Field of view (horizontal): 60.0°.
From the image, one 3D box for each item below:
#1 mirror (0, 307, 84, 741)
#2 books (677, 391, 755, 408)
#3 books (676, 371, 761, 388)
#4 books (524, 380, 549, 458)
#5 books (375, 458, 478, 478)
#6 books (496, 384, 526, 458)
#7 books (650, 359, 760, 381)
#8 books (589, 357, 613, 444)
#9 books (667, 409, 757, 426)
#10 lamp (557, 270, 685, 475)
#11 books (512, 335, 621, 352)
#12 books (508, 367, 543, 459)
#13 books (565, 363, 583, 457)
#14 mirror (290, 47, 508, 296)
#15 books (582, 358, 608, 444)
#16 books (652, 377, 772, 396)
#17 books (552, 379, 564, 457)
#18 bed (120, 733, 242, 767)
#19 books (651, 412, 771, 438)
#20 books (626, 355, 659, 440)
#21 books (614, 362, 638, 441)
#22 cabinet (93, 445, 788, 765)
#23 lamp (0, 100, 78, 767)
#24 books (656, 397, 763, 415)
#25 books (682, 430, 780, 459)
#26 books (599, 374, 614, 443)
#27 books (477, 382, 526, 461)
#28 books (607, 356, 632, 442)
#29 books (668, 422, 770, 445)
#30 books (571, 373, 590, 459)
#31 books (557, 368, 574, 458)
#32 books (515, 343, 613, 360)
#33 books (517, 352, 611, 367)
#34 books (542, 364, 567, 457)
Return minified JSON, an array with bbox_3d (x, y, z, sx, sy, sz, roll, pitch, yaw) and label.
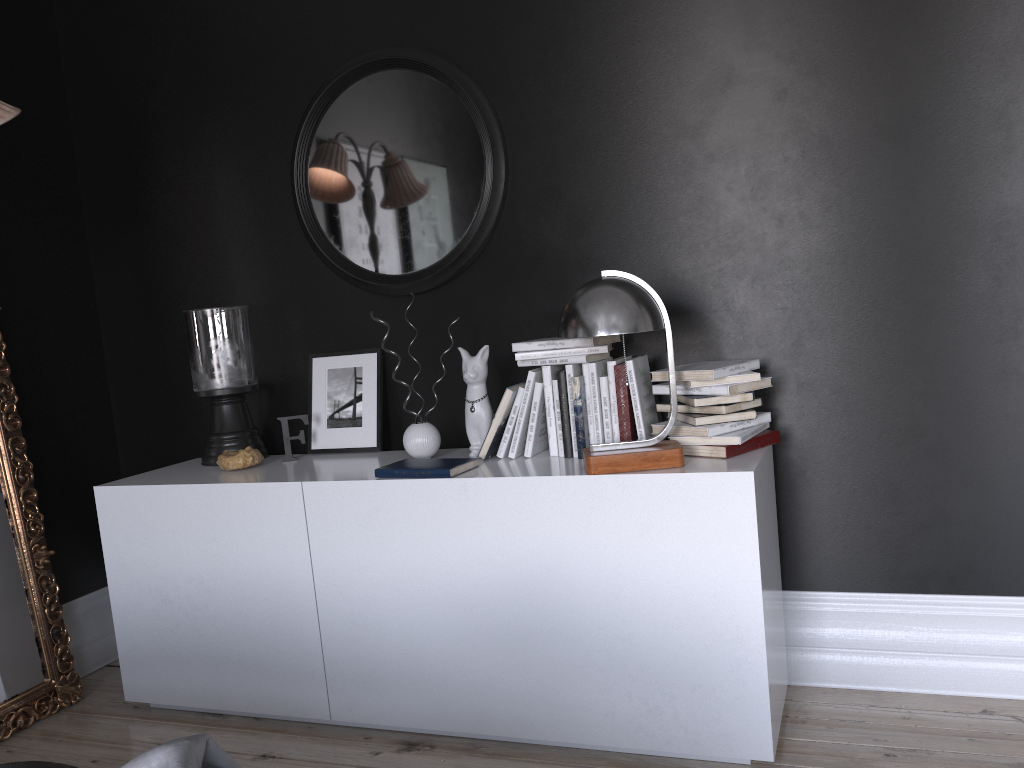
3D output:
[{"bbox_3d":[-2.108,0.242,3.048,0.254,2.196,0.989,-3,6,22],"label":"mirror"},{"bbox_3d":[0.635,0.037,2.842,0.193,0.030,0.289,-6,5,-4],"label":"books"},{"bbox_3d":[0.641,-0.023,2.860,0.220,0.024,0.307,-6,5,-3],"label":"books"},{"bbox_3d":[0.104,0.111,3.071,0.091,0.256,0.195,-3,6,22],"label":"books"},{"bbox_3d":[-0.278,0.275,2.915,0.289,0.030,0.192,-3,5,27],"label":"books"},{"bbox_3d":[0.029,0.122,3.101,0.132,0.245,0.195,-3,6,22],"label":"books"},{"bbox_3d":[0.617,-0.044,2.823,0.220,0.030,0.306,-1,6,41],"label":"books"},{"bbox_3d":[0.312,0.073,2.982,0.024,0.308,0.219,-3,6,22],"label":"books"},{"bbox_3d":[0.637,0.096,2.853,0.203,0.029,0.268,-6,5,-8],"label":"books"},{"bbox_3d":[0.313,-0.043,2.645,0.340,0.592,0.328,-5,6,2],"label":"lamp"},{"bbox_3d":[0.187,-0.143,3.030,0.306,0.030,0.220,-3,6,32],"label":"books"},{"bbox_3d":[0.071,0.093,3.079,0.126,0.297,0.219,-3,6,22],"label":"books"},{"bbox_3d":[0.239,0.077,3.012,0.024,0.308,0.219,-3,6,22],"label":"books"},{"bbox_3d":[-0.455,-0.802,3.384,0.924,0.926,0.061,-3,6,22],"label":"mirror"},{"bbox_3d":[0.297,0.072,3.018,0.030,0.307,0.220,-3,6,22],"label":"books"},{"bbox_3d":[0.639,0.006,2.842,0.220,0.030,0.306,-9,6,-38],"label":"books"},{"bbox_3d":[0.190,0.104,3.036,0.026,0.259,0.195,-3,6,22],"label":"books"},{"bbox_3d":[-1.412,0.821,0.715,3.284,1.301,2.759,-5,5,10],"label":"bed"},{"bbox_3d":[0.639,0.126,2.846,0.317,0.031,0.229,-9,6,-38],"label":"books"},{"bbox_3d":[0.437,0.065,2.933,0.050,0.308,0.219,-3,6,22],"label":"books"},{"bbox_3d":[0.399,0.073,2.951,0.038,0.296,0.235,-3,6,22],"label":"books"},{"bbox_3d":[-0.306,0.716,3.175,2.397,0.884,0.569,-4,6,22],"label":"cabinet"},{"bbox_3d":[-1.760,0.138,2.495,0.984,2.416,0.772,-10,7,-35],"label":"lamp"},{"bbox_3d":[0.631,0.066,2.859,0.192,0.030,0.289,-9,6,-37],"label":"books"},{"bbox_3d":[0.670,0.186,2.824,0.294,0.038,0.234,-10,6,-41],"label":"books"},{"bbox_3d":[0.341,0.095,2.976,0.026,0.259,0.195,-3,6,22],"label":"books"},{"bbox_3d":[-0.020,0.126,3.088,0.158,0.247,0.202,-3,6,22],"label":"books"},{"bbox_3d":[0.375,0.066,2.987,0.030,0.307,0.220,-3,6,22],"label":"books"},{"bbox_3d":[0.664,0.154,2.831,0.228,0.025,0.318,-3,6,32],"label":"books"},{"bbox_3d":[0.251,0.100,2.968,0.029,0.270,0.204,-3,6,22],"label":"books"},{"bbox_3d":[0.206,0.090,3.001,0.030,0.290,0.192,-3,6,21],"label":"books"},{"bbox_3d":[0.181,-0.112,3.007,0.307,0.024,0.219,-5,5,12],"label":"books"},{"bbox_3d":[0.178,-0.087,3.014,0.259,0.026,0.195,-3,6,32],"label":"books"},{"bbox_3d":[0.167,0.080,3.070,0.030,0.307,0.220,-3,6,22],"label":"books"}]
